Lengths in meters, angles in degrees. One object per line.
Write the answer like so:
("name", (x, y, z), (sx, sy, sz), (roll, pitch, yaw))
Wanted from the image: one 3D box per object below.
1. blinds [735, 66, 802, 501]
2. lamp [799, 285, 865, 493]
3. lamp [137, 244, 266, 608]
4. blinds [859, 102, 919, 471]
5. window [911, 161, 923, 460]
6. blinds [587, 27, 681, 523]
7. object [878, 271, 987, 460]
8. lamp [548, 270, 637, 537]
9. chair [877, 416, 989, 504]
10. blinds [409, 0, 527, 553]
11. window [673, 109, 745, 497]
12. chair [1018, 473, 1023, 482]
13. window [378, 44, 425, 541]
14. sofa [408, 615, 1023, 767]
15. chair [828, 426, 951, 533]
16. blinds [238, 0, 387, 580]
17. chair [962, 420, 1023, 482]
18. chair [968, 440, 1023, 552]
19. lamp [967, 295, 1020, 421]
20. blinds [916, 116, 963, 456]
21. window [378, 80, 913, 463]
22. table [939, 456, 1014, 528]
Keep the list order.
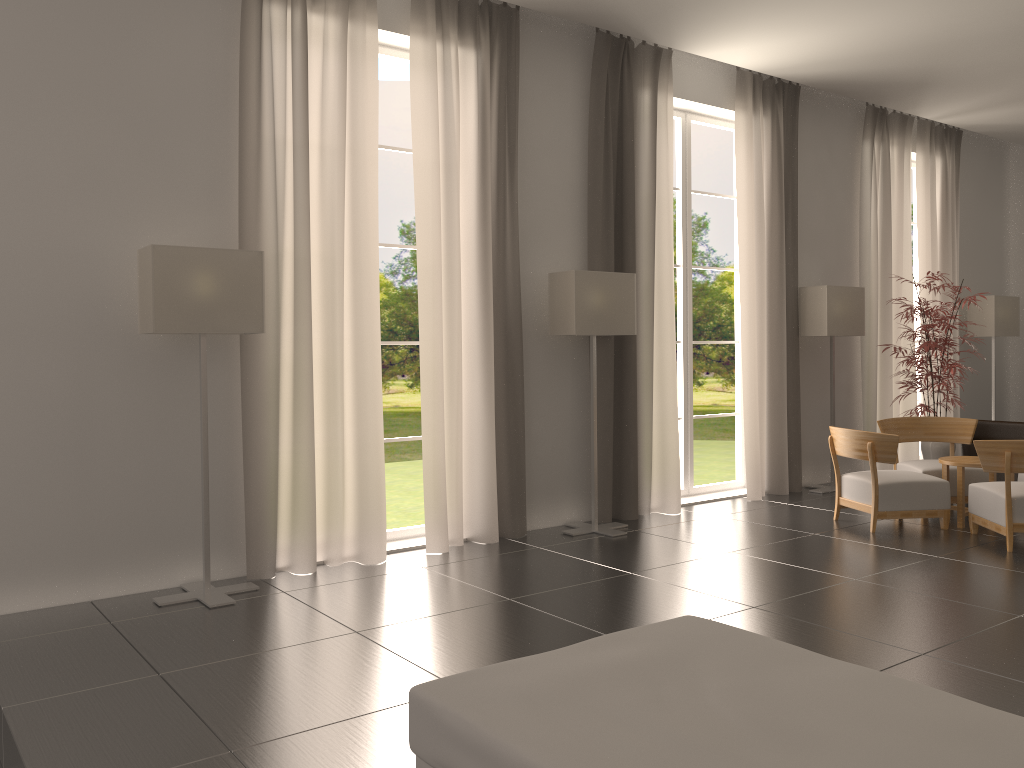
("blinds", (3.908, -1.522, 13.484), (1.550, 6.430, 0.417), (-1, 1, -40))
("lamp", (5.027, 0.077, 13.904), (1.000, 3.178, 0.908), (-1, 1, -36))
("lamp", (-2.832, 0.364, 8.158), (1.000, 3.178, 0.908), (-1, 1, -36))
("blinds", (6.517, -1.618, 15.393), (1.550, 6.430, 0.415), (-1, 1, -32))
("window", (6.854, -1.347, 16.396), (2.644, 5.748, 0.110), (-1, 1, -36))
("blinds", (1.620, -1.438, 11.814), (1.550, 6.430, 0.415), (-1, 1, -32))
("object", (6.432, -0.034, 13.663), (1.489, 3.397, 1.771), (0, 1, 39))
("lamp", (1.010, 0.224, 10.967), (1.000, 3.178, 0.908), (-1, 1, -36))
("chair", (5.903, 1.101, 12.283), (1.452, 1.226, 1.151), (-1, 1, -1))
("blinds", (-0.484, -1.361, 10.273), (1.550, 6.430, 0.417), (-1, 1, -40))
("window", (2.587, -1.191, 13.277), (2.644, 5.748, 0.110), (-1, 1, -36))
("chair", (7.132, 1.131, 11.056), (1.151, 1.226, 1.452), (-1, 2, 4))
("window", (-1.680, -1.034, 10.157), (2.644, 5.748, 0.110), (-1, 1, -36))
("sofa", (0.377, 1.557, 1.091), (5.605, 1.204, 5.526), (-2, 2, -36))
("chair", (4.686, 1.154, 11.153), (1.151, 1.226, 1.452), (-1, 2, -11))
("blinds", (-2.043, -1.304, 9.136), (1.550, 6.430, 0.415), (-1, 1, -32))
("chair", (8.016, 1.093, 13.751), (1.500, 1.075, 1.538), (-2, 2, -36))
("chair", (5.840, 1.184, 9.941), (1.452, 1.226, 1.151), (0, 1, 9))
("lamp", (9.224, -0.077, 16.971), (1.000, 3.178, 0.908), (-1, 1, -36))
("blinds", (7.886, -1.668, 16.391), (1.550, 6.430, 0.417), (-1, 1, -40))
("window", (16.935, -3.813, 9.960), (48.635, 20.575, 99.139), (-2, 2, -36))
("table", (5.838, 1.354, 11.129), (0.870, 0.803, 0.870), (-1, 2, -14))
